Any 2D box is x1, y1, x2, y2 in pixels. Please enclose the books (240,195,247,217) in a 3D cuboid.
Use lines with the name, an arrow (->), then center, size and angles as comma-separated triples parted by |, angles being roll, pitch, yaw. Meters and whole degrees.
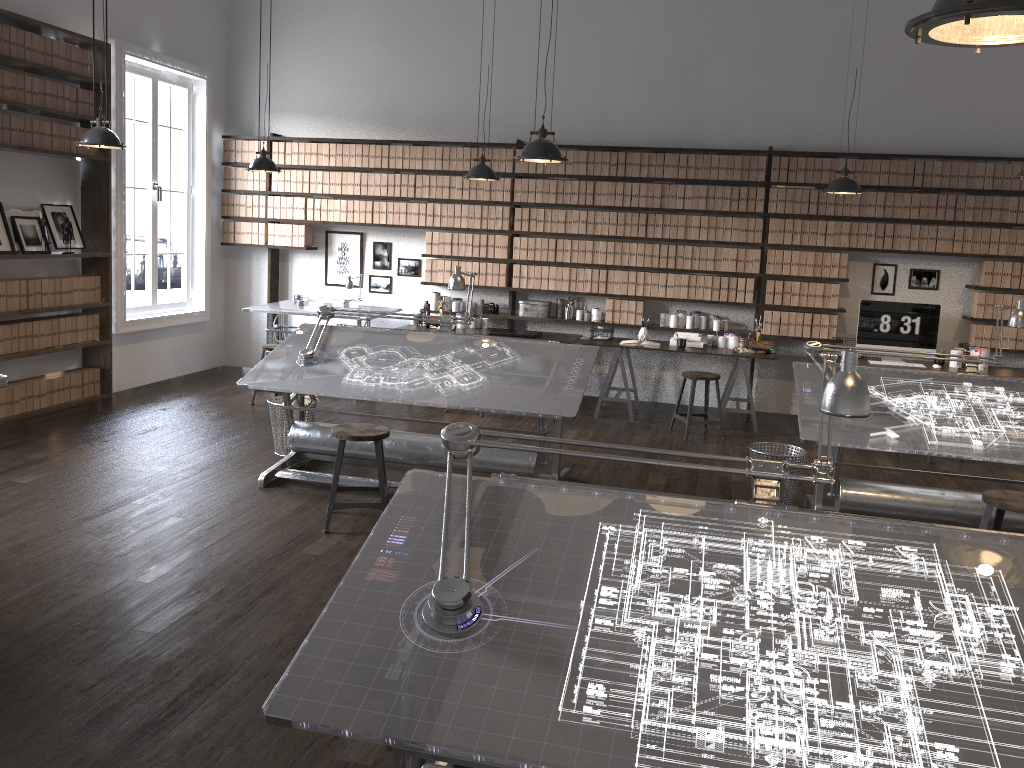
books -> -2.754, -1.849, 9.209 | 0.067, 0.224, 0.175 | 5, 8, 13

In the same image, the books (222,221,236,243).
books -> -2.965, -1.595, 9.293 | 0.067, 0.224, 0.175 | 5, 8, 13

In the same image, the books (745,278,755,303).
books -> 2.183, -0.860, 8.135 | 0.067, 0.224, 0.175 | 5, 8, 13

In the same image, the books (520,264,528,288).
books -> 0.133, -1.046, 8.606 | 0.067, 0.224, 0.175 | 5, 8, 13

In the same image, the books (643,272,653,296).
books -> 1.285, -0.942, 8.345 | 0.067, 0.224, 0.175 | 5, 8, 13

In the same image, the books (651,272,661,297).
books -> 1.352, -0.936, 8.328 | 0.067, 0.224, 0.175 | 5, 8, 13

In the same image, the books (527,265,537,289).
books -> 0.201, -1.040, 8.595 | 0.067, 0.224, 0.175 | 5, 8, 13

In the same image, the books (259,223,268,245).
books -> -2.555, -1.557, 9.195 | 0.067, 0.224, 0.175 | 5, 8, 13

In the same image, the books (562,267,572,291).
books -> 0.532, -1.009, 8.511 | 0.067, 0.224, 0.175 | 5, 8, 13

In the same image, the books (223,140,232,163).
books -> -2.921, -2.409, 9.185 | 0.067, 0.224, 0.175 | 5, 8, 13

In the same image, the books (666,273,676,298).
books -> 1.490, -0.923, 8.294 | 0.067, 0.224, 0.175 | 5, 8, 13

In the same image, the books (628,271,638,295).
books -> 1.145, -0.954, 8.370 | 0.067, 0.224, 0.175 | 5, 8, 13

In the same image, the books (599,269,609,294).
books -> 0.878, -0.978, 8.433 | 0.067, 0.224, 0.175 | 5, 8, 13

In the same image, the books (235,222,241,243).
books -> -2.820, -1.581, 9.259 | 0.067, 0.224, 0.175 | 5, 8, 13

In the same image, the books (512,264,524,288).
books -> 0.062, -1.052, 8.619 | 0.067, 0.224, 0.175 | 5, 8, 13

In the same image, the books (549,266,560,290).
books -> 0.407, -1.021, 8.543 | 0.067, 0.224, 0.175 | 5, 8, 13

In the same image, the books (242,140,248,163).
books -> -2.711, -2.391, 9.145 | 0.067, 0.224, 0.175 | 5, 8, 13

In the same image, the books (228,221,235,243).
books -> -2.894, -1.587, 9.271 | 0.067, 0.224, 0.175 | 5, 8, 13

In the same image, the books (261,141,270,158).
books -> -2.505, -2.372, 9.093 | 0.067, 0.224, 0.175 | 5, 8, 13

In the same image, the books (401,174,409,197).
books -> -1.035, -1.959, 8.789 | 0.067, 0.224, 0.175 | 5, 8, 13

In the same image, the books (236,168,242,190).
books -> -2.786, -2.123, 9.188 | 0.067, 0.224, 0.175 | 5, 8, 13

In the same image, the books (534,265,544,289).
books -> 0.269, -1.034, 8.577 | 0.067, 0.224, 0.175 | 5, 8, 13

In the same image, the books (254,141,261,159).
books -> -2.576, -2.378, 9.108 | 0.067, 0.224, 0.175 | 5, 8, 13

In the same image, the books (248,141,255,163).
books -> -2.644, -2.385, 9.127 | 0.067, 0.224, 0.175 | 5, 8, 13

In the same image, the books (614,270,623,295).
books -> 1.014, -0.966, 8.405 | 0.067, 0.224, 0.175 | 5, 8, 13

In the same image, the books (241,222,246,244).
books -> -2.757, -1.575, 9.242 | 0.067, 0.224, 0.175 | 5, 8, 13

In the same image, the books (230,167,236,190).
books -> -2.857, -2.129, 9.203 | 0.067, 0.224, 0.175 | 5, 8, 13

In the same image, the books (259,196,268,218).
books -> -2.539, -1.830, 9.165 | 0.067, 0.224, 0.175 | 5, 8, 13

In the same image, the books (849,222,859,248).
books -> 3.032, -1.325, 7.883 | 0.067, 0.224, 0.175 | 5, 8, 13

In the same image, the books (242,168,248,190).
books -> -2.725, -2.118, 9.176 | 0.067, 0.224, 0.175 | 5, 8, 13

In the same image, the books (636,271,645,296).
books -> 1.216, -0.948, 8.357 | 0.067, 0.224, 0.175 | 5, 8, 13

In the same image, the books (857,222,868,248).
books -> 3.101, -1.319, 7.867 | 0.067, 0.224, 0.175 | 5, 8, 13

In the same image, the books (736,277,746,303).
books -> 2.107, -0.867, 8.150 | 0.067, 0.224, 0.175 | 5, 8, 13

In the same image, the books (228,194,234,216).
books -> -2.891, -1.862, 9.245 | 0.067, 0.224, 0.175 | 5, 8, 13

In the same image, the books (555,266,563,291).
books -> 0.469, -1.016, 8.531 | 0.067, 0.224, 0.175 | 5, 8, 13

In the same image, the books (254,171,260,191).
books -> -2.594, -2.106, 9.147 | 0.067, 0.224, 0.175 | 5, 8, 13

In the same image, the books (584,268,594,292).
books -> 0.736, -0.991, 8.466 | 0.067, 0.224, 0.175 | 5, 8, 13

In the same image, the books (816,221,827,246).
books -> 2.769, -1.348, 7.938 | 0.067, 0.224, 0.175 | 5, 8, 13

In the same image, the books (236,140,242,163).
books -> -2.780, -2.397, 9.156 | 0.067, 0.224, 0.175 | 5, 8, 13

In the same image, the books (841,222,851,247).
books -> 2.965, -1.330, 7.892 | 0.067, 0.224, 0.175 | 5, 8, 13

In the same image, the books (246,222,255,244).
books -> -2.697, -1.569, 9.224 | 0.067, 0.224, 0.175 | 5, 8, 13

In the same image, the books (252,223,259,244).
books -> -2.627, -1.563, 9.208 | 0.067, 0.224, 0.175 | 5, 8, 13

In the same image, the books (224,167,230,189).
books -> -2.925, -2.136, 9.222 | 0.067, 0.224, 0.175 | 5, 8, 13

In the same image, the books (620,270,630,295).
books -> 1.075, -0.960, 8.386 | 0.067, 0.224, 0.175 | 5, 8, 13

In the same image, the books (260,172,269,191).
books -> -2.525, -2.100, 9.131 | 0.067, 0.224, 0.175 | 5, 8, 13

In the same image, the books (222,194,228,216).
books -> -2.958, -1.867, 9.254 | 0.067, 0.224, 0.175 | 5, 8, 13

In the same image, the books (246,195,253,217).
books -> -2.684, -1.843, 9.198 | 0.067, 0.224, 0.175 | 5, 8, 13

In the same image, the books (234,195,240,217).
books -> -2.822, -1.856, 9.229 | 0.067, 0.224, 0.175 | 5, 8, 13

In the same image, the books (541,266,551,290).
books -> 0.336, -1.027, 8.558 | 0.067, 0.224, 0.175 | 5, 8, 13

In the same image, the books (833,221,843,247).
books -> 2.901, -1.337, 7.912 | 0.067, 0.224, 0.175 | 5, 8, 13

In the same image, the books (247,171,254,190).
books -> -2.661, -2.111, 9.156 | 0.067, 0.224, 0.175 | 5, 8, 13

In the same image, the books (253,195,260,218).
books -> -2.613, -1.836, 9.176 | 0.067, 0.224, 0.175 | 5, 8, 13

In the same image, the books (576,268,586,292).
books -> 0.668, -0.998, 8.486 | 0.067, 0.224, 0.175 | 5, 8, 13

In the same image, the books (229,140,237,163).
books -> -2.851, -2.403, 9.169 | 0.067, 0.224, 0.175 | 5, 8, 13

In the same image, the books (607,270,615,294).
books -> 0.951, -0.972, 8.422 | 0.067, 0.224, 0.175 | 5, 8, 13

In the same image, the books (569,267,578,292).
books -> 0.599, -1.004, 8.502 | 0.067, 0.224, 0.175 | 5, 8, 13

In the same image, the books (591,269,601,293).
books -> 0.806, -0.985, 8.455 | 0.067, 0.224, 0.175 | 5, 8, 13
